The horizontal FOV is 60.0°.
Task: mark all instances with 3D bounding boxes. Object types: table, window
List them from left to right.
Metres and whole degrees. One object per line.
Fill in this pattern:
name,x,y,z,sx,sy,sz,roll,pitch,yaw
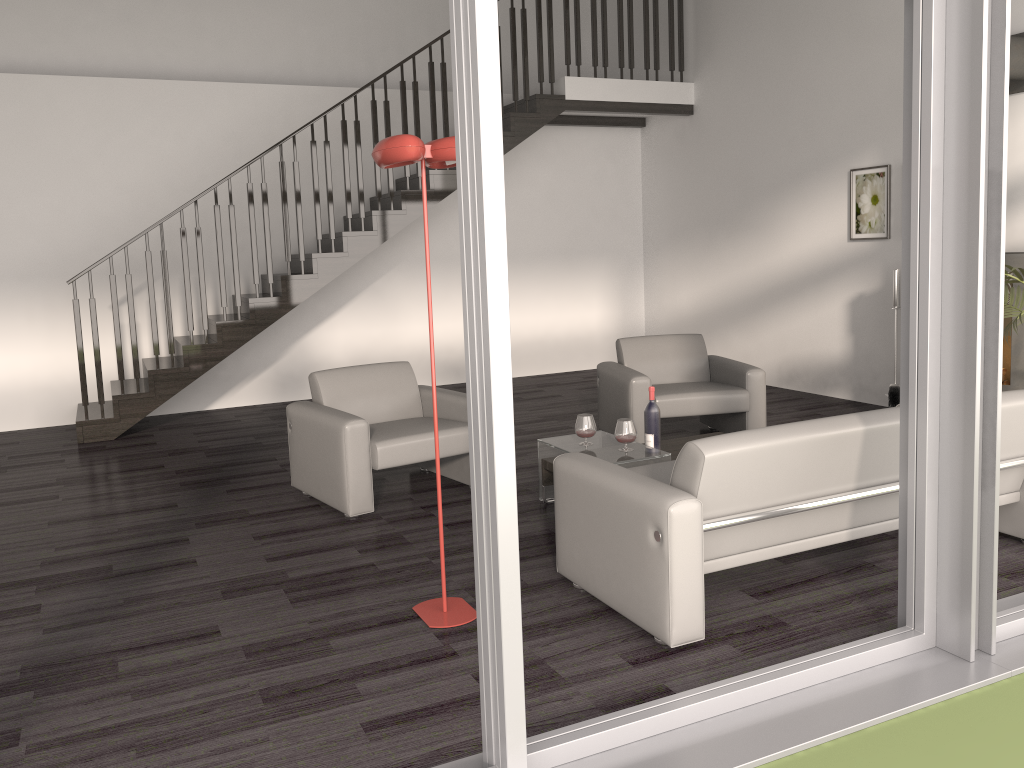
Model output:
window,-0.069,-0.665,2.057,9.758,3.456,0.386,-6,8,-25
table,0.470,0.491,4.625,0.401,0.340,0.682,-6,9,-24
table,0.834,0.505,4.798,1.202,0.249,0.602,-6,9,-25

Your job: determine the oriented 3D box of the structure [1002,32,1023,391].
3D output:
structure,3.328,-0.977,5.865,1.117,2.663,0.821,-5,7,-25

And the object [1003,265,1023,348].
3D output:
object,2.877,-0.268,4.672,2.123,1.659,1.723,-7,9,-30

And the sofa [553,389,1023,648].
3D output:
sofa,1.279,0.408,3.770,2.118,0.714,0.905,-6,9,-25

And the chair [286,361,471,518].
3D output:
chair,-0.692,0.275,5.150,0.965,0.714,0.912,-8,10,-34

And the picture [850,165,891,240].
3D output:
picture,2.881,-1.452,7.133,0.026,0.575,0.395,-5,8,-24

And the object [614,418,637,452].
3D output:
object,0.576,0.257,4.485,0.116,0.155,0.116,-7,9,-34

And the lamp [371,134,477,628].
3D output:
lamp,-0.292,-0.004,3.309,0.354,1.780,0.366,-5,7,-25

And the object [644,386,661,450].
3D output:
object,0.757,0.198,4.782,0.093,0.369,0.093,-5,7,-26

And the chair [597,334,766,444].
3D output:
chair,1.163,0.047,6.172,0.963,0.714,0.914,-4,8,-10

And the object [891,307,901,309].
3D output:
object,2.894,-0.280,6.523,0.400,1.121,0.402,1,7,25

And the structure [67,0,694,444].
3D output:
structure,-0.822,-1.928,8.480,6.351,4.076,1.003,-6,8,-25

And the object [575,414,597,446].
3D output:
object,0.386,0.240,4.650,0.116,0.155,0.116,-4,8,-16

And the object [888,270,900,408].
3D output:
object,2.786,-0.317,6.447,0.078,1.015,0.167,1,7,27

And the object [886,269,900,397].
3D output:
object,2.843,-0.361,6.595,0.116,0.979,0.042,3,9,40
